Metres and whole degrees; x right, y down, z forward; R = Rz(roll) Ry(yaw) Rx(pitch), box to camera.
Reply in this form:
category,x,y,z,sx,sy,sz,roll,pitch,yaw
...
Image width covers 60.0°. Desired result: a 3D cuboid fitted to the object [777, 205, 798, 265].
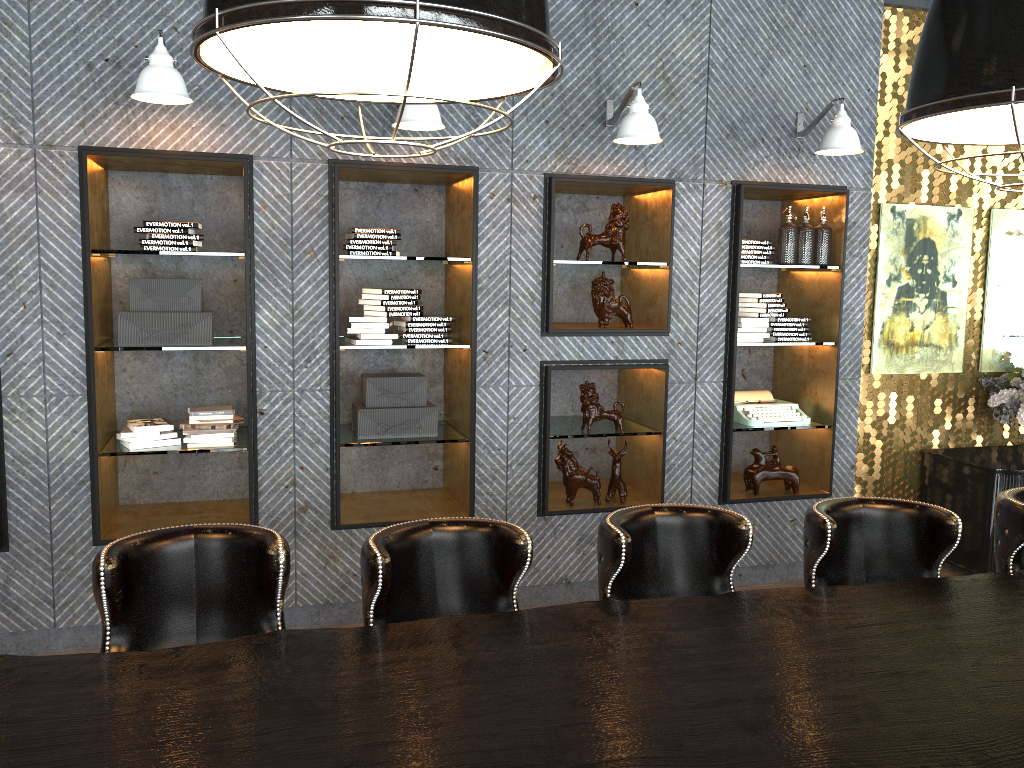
category,x,y,z,sx,sy,sz,roll,pitch,yaw
object,1.602,-0.862,5.146,0.109,0.349,0.109,4,7,28

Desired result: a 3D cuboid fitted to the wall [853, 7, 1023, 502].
category,x,y,z,sx,sy,sz,roll,pitch,yaw
wall,3.067,-1.000,5.802,2.445,4.378,0.025,-1,7,-17

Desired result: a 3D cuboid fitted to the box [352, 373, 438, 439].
category,x,y,z,sx,sy,sz,roll,pitch,yaw
box,-0.614,0.116,4.687,0.419,0.315,0.323,-1,7,-17

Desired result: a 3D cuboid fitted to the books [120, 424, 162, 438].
category,x,y,z,sx,sy,sz,roll,pitch,yaw
books,-1.809,0.226,4.342,0.175,0.024,0.243,-1,7,-18

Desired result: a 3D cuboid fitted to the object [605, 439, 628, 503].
category,x,y,z,sx,sy,sz,roll,pitch,yaw
object,0.601,0.483,5.047,0.116,0.358,0.198,2,7,13

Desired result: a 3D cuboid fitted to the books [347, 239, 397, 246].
category,x,y,z,sx,sy,sz,roll,pitch,yaw
books,-0.718,-0.727,4.557,0.245,0.028,0.194,0,7,-9

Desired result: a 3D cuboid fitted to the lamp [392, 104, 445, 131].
category,x,y,z,sx,sy,sz,roll,pitch,yaw
lamp,-0.424,-1.331,4.147,0.243,0.287,0.490,1,7,-1

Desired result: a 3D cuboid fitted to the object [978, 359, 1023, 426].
category,x,y,z,sx,sy,sz,roll,pitch,yaw
object,3.482,0.130,5.642,0.875,0.662,0.848,3,7,14

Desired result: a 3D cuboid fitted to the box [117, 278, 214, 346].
category,x,y,z,sx,sy,sz,roll,pitch,yaw
box,-1.673,-0.351,4.297,0.419,0.315,0.298,-1,7,-17

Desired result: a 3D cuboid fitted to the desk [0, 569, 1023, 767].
category,x,y,z,sx,sy,sz,roll,pitch,yaw
desk,1.707,1.125,2.272,7.595,0.926,1.435,-1,7,-17

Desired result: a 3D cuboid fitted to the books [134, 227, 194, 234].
category,x,y,z,sx,sy,sz,roll,pitch,yaw
books,-1.673,-0.737,4.277,0.245,0.028,0.194,0,7,-11

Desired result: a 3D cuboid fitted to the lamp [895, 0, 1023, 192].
category,x,y,z,sx,sy,sz,roll,pitch,yaw
lamp,1.193,-1.574,1.826,0.621,2.300,0.622,4,7,28

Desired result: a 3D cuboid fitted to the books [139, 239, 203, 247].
category,x,y,z,sx,sy,sz,roll,pitch,yaw
books,-1.636,-0.677,4.263,0.245,0.028,0.194,0,7,-6

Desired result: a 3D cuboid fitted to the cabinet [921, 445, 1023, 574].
category,x,y,z,sx,sy,sz,roll,pitch,yaw
cabinet,3.396,0.824,5.717,1.385,0.737,0.711,-1,7,-17

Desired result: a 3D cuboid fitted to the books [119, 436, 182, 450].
category,x,y,z,sx,sy,sz,roll,pitch,yaw
books,-1.770,0.279,4.344,0.243,0.034,0.180,-4,9,-37

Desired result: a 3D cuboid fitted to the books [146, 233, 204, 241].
category,x,y,z,sx,sy,sz,roll,pitch,yaw
books,-1.626,-0.707,4.274,0.245,0.028,0.194,-2,8,-26

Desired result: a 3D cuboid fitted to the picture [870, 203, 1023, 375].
category,x,y,z,sx,sy,sz,roll,pitch,yaw
picture,3.048,-0.609,5.815,1.574,1.072,0.022,-1,7,-17

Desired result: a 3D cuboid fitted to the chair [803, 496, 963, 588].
category,x,y,z,sx,sy,sz,roll,pitch,yaw
chair,1.191,0.954,2.821,0.504,1.091,0.569,0,7,-9

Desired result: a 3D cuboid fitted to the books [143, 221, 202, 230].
category,x,y,z,sx,sy,sz,roll,pitch,yaw
books,-1.628,-0.763,4.266,0.245,0.028,0.194,-1,7,-14

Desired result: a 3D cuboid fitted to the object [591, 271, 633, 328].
category,x,y,z,sx,sy,sz,roll,pitch,yaw
object,0.547,-0.450,4.885,0.242,0.337,0.159,0,7,-12

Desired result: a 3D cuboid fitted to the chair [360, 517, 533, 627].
category,x,y,z,sx,sy,sz,roll,pitch,yaw
chair,-0.153,0.973,2.483,0.504,1.091,0.569,-2,7,-26

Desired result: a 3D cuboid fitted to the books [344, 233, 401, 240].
category,x,y,z,sx,sy,sz,roll,pitch,yaw
books,-0.718,-0.756,4.564,0.245,0.028,0.194,-2,8,-25

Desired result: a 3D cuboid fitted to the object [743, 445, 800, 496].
category,x,y,z,sx,sy,sz,roll,pitch,yaw
object,1.557,0.513,5.286,0.341,0.303,0.165,0,7,-12

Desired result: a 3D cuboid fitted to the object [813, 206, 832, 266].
category,x,y,z,sx,sy,sz,roll,pitch,yaw
object,1.823,-0.867,5.211,0.109,0.349,0.109,7,9,43

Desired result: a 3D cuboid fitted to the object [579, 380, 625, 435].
category,x,y,z,sx,sy,sz,roll,pitch,yaw
object,0.498,0.128,4.881,0.256,0.294,0.135,0,7,-9

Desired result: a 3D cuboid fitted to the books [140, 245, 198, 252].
category,x,y,z,sx,sy,sz,roll,pitch,yaw
books,-1.648,-0.650,4.273,0.245,0.028,0.194,-1,7,-17

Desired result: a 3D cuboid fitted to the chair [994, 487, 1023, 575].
category,x,y,z,sx,sy,sz,roll,pitch,yaw
chair,1.926,0.942,3.021,0.504,1.091,0.569,-1,7,-15

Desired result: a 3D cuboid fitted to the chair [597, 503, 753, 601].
category,x,y,z,sx,sy,sz,roll,pitch,yaw
chair,0.521,0.960,2.686,0.504,1.091,0.569,-2,7,-22

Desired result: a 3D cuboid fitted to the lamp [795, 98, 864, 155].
category,x,y,z,sx,sy,sz,roll,pitch,yaw
lamp,1.731,-1.382,4.795,0.243,0.287,0.490,1,7,-1

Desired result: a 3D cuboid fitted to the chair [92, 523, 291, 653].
category,x,y,z,sx,sy,sz,roll,pitch,yaw
chair,-0.837,0.975,2.375,0.504,1.091,0.569,-1,7,-20

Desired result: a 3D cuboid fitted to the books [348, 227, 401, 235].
category,x,y,z,sx,sy,sz,roll,pitch,yaw
books,-0.712,-0.785,4.573,0.245,0.028,0.194,-1,7,-17

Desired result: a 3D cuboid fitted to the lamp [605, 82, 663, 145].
category,x,y,z,sx,sy,sz,roll,pitch,yaw
lamp,0.618,-1.350,4.461,0.243,0.287,0.490,1,7,-1

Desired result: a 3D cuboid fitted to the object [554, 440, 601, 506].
category,x,y,z,sx,sy,sz,roll,pitch,yaw
object,0.362,0.495,4.942,0.266,0.359,0.168,-2,7,-24

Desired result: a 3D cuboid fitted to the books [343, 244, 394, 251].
category,x,y,z,sx,sy,sz,roll,pitch,yaw
books,-0.732,-0.696,4.536,0.245,0.028,0.194,0,7,-6

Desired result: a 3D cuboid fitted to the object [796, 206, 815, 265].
category,x,y,z,sx,sy,sz,roll,pitch,yaw
object,1.713,-0.864,5.179,0.109,0.349,0.109,-3,8,-32

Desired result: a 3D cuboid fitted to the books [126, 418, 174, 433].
category,x,y,z,sx,sy,sz,roll,pitch,yaw
books,-1.768,0.202,4.331,0.179,0.029,0.225,-3,8,-32

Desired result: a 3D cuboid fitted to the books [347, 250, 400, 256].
category,x,y,z,sx,sy,sz,roll,pitch,yaw
books,-0.706,-0.668,4.547,0.245,0.028,0.194,1,7,-1

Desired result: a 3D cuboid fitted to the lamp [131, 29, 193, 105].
category,x,y,z,sx,sy,sz,roll,pitch,yaw
lamp,-1.468,-1.353,3.828,0.243,0.287,0.490,1,7,-1

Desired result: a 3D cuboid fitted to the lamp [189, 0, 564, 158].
category,x,y,z,sx,sy,sz,roll,pitch,yaw
lamp,-0.205,-1.545,1.405,0.621,2.300,0.622,4,7,28

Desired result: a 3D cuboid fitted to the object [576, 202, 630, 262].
category,x,y,z,sx,sy,sz,roll,pitch,yaw
object,0.498,-0.831,4.830,0.292,0.325,0.152,-1,7,-19

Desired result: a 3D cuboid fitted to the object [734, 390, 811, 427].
category,x,y,z,sx,sy,sz,roll,pitch,yaw
object,1.474,0.143,5.424,0.535,0.148,0.485,-1,7,-18

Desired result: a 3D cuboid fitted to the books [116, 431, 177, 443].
category,x,y,z,sx,sy,sz,roll,pitch,yaw
books,-1.782,0.252,4.328,0.166,0.024,0.227,7,9,41
